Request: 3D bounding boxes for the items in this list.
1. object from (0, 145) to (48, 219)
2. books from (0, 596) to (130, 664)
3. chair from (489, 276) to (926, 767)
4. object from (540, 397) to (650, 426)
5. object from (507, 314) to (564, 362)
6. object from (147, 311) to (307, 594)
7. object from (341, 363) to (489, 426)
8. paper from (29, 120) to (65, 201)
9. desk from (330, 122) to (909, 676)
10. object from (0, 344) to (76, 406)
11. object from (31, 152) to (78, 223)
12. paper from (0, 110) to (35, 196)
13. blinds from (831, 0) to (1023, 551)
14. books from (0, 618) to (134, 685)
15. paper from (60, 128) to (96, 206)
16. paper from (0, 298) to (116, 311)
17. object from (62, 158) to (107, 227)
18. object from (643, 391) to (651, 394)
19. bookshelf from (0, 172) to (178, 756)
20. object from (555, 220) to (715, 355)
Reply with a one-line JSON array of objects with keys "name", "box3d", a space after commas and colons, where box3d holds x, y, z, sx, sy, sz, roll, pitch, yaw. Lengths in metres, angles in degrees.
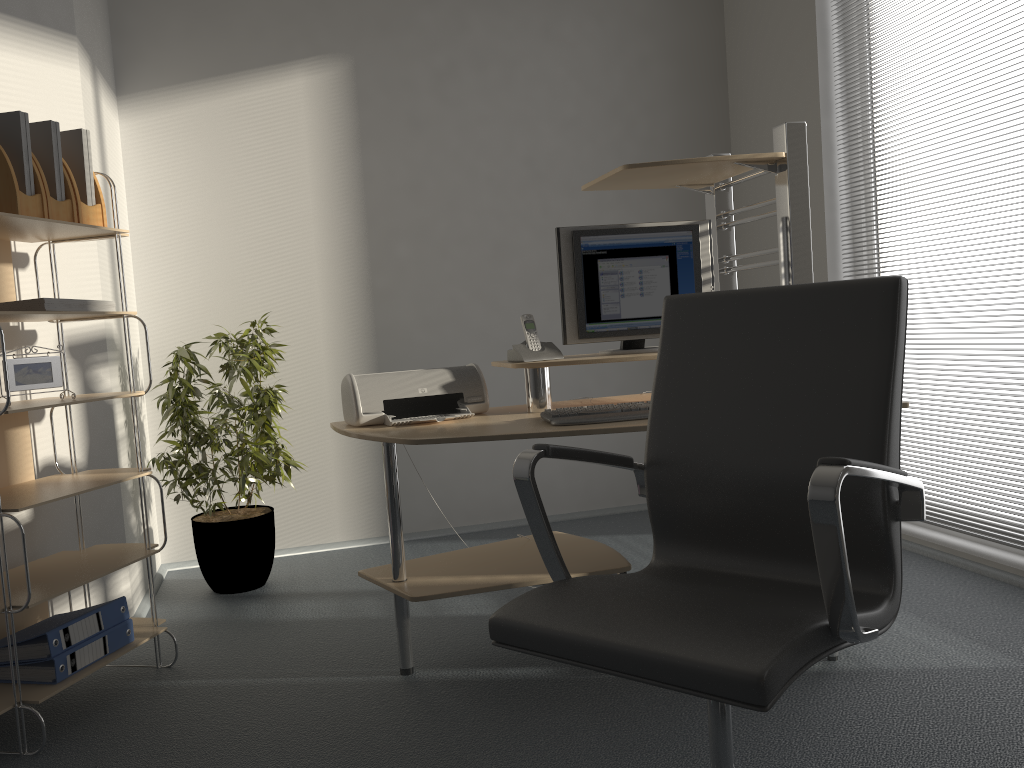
[{"name": "object", "box3d": [-1.421, -0.564, 2.416, 0.243, 0.259, 0.113, -3, 4, 11]}, {"name": "books", "box3d": [-1.318, 0.707, 2.549, 0.263, 0.100, 0.320, -3, 4, 14]}, {"name": "chair", "box3d": [0.355, 0.358, 1.543, 0.584, 1.048, 0.652, -1, 5, 41]}, {"name": "object", "box3d": [0.292, 0.086, 2.761, 0.478, 0.082, 0.814, -4, 4, -7]}, {"name": "object", "box3d": [0.068, -0.150, 2.841, 0.150, 0.151, 0.119, -6, 4, -29]}, {"name": "object", "box3d": [-1.149, 0.283, 3.673, 0.544, 1.147, 0.644, -3, 4, 14]}, {"name": "object", "box3d": [-0.280, 0.033, 2.754, 0.438, 0.162, 0.351, -5, 4, -22]}, {"name": "paper", "box3d": [-1.395, -0.595, 2.556, 0.213, 0.297, 0.045, -3, 4, 13]}, {"name": "desk", "box3d": [0.226, 0.037, 2.637, 1.469, 1.566, 0.967, -5, 4, -14]}, {"name": "object", "box3d": [-1.349, -0.027, 2.502, 0.077, 0.161, 0.192, -2, 4, 31]}, {"name": "object", "box3d": [-1.397, -0.574, 2.537, 0.243, 0.259, 0.113, -3, 4, 13]}, {"name": "paper", "box3d": [-1.420, -0.585, 2.435, 0.213, 0.297, 0.045, -3, 4, 11]}, {"name": "blinds", "box3d": [1.717, -0.785, 2.999, 0.037, 2.749, 1.950, -5, 4, -14]}, {"name": "books", "box3d": [-1.304, 0.761, 2.550, 0.262, 0.072, 0.320, -3, 4, 14]}, {"name": "paper", "box3d": [-1.361, -0.605, 2.676, 0.213, 0.297, 0.045, -3, 4, 16]}, {"name": "paper", "box3d": [-1.348, -0.219, 2.593, 0.213, 0.046, 0.297, -3, 4, 13]}, {"name": "object", "box3d": [-1.364, -0.584, 2.657, 0.243, 0.259, 0.113, -3, 4, 16]}, {"name": "object", "box3d": [0.613, 0.053, 2.874, 0.168, 0.088, 0.742, -5, 4, -12]}, {"name": "bookshelf", "box3d": [-1.357, 0.154, 2.527, 0.381, 1.572, 0.724, -3, 4, 13]}, {"name": "object", "box3d": [0.410, -0.315, 2.947, 0.516, 0.418, 0.245, -4, 4, 0]}]
